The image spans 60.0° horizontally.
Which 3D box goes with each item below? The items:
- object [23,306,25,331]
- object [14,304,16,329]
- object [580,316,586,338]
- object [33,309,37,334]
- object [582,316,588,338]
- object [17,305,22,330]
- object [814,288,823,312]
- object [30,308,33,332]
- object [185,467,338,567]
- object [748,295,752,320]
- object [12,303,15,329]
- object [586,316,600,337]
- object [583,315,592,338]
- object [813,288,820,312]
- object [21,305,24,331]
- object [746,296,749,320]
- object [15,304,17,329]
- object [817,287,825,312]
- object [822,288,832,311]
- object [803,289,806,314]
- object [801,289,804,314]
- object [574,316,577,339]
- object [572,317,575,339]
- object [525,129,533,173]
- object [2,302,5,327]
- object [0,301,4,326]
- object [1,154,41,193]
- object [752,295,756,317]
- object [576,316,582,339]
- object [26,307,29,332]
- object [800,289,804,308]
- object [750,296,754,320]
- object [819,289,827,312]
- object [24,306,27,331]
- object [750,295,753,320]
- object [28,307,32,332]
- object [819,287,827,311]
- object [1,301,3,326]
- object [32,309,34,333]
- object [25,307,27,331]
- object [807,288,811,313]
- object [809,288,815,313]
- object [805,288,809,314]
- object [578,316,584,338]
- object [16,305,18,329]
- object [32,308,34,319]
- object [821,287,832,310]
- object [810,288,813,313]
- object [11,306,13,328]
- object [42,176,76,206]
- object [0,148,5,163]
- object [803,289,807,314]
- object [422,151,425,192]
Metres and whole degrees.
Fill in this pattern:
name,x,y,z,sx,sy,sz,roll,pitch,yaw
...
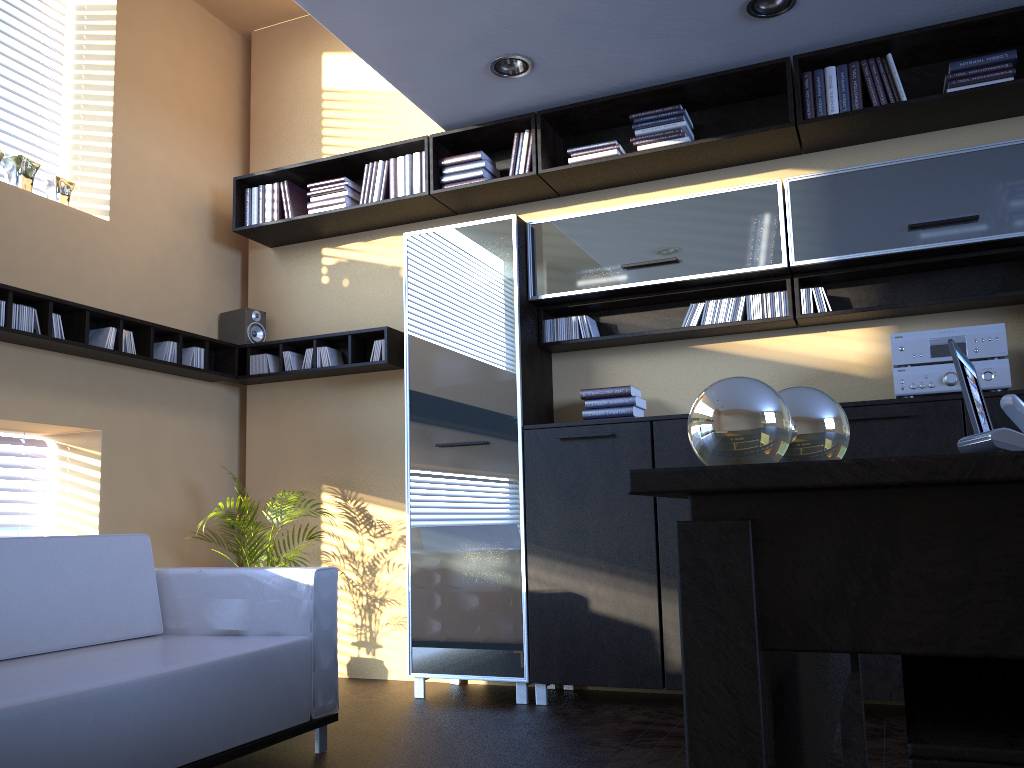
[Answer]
name,x,y,z,sx,sy,sz,roll,pitch,yaw
object,-2.307,-0.295,4.103,0.140,0.118,0.006,-5,-8,22
object,-2.331,-0.299,4.068,0.140,0.118,0.006,-5,-8,23
object,0.392,-0.283,4.619,0.030,0.119,0.142,-5,-9,22
object,-2.285,-0.283,4.173,0.142,0.122,0.041,-5,-8,22
object,0.403,-0.284,4.619,0.030,0.119,0.142,-5,-9,22
object,-2.316,-0.297,4.084,0.142,0.120,0.009,-5,-8,22
object,1.449,-0.381,4.179,0.030,0.119,0.142,-5,-9,23
object,-2.297,-0.289,4.142,0.142,0.120,0.009,-5,-8,22
object,-1.328,1.034,4.810,0.841,1.236,0.691,4,-9,-33
object,1.162,-0.355,4.297,0.009,0.120,0.142,-5,-9,22
object,-2.332,-0.301,4.057,0.142,0.120,0.009,-5,-8,22
object,0.424,-0.286,4.605,0.040,0.118,0.142,-5,-9,22
object,0.409,-0.286,4.608,0.030,0.119,0.142,-5,-9,22
object,1.441,-0.380,4.185,0.026,0.117,0.140,-5,-9,23
object,-2.310,-0.296,4.092,0.142,0.120,0.009,-5,-8,23
object,1.153,-0.354,4.302,0.009,0.120,0.142,-5,-9,22
object,-2.328,-0.298,4.077,0.142,0.120,0.009,-5,-8,22
object,1.459,-0.382,4.175,0.030,0.119,0.142,-5,-9,23
object,1.484,-0.383,4.167,0.036,0.115,0.140,-5,-9,23
object,1.393,-0.376,4.201,0.006,0.118,0.140,-5,-9,22
object,1.382,-0.376,4.202,0.006,0.118,0.140,-5,-9,22
object,0.353,-0.281,4.634,0.009,0.120,0.142,-5,-9,22
object,0.345,-0.279,4.640,0.009,0.120,0.142,-5,-9,22
object,0.133,-1.203,4.761,0.075,0.259,0.208,-5,-9,22
object,-2.351,-0.307,4.015,0.140,0.118,0.006,-5,-8,22
object,-2.355,-0.309,4.007,0.142,0.120,0.009,-5,-8,22
object,-2.451,-1.026,4.408,0.137,0.173,0.145,-3,-8,13
object,1.184,-0.355,4.298,0.009,0.120,0.142,-5,-9,22
object,0.364,-0.281,4.634,0.009,0.120,0.142,-5,-9,22
object,-2.302,-0.292,4.122,0.142,0.120,0.009,-5,-8,22
object,1.384,-0.375,4.206,0.009,0.120,0.142,-5,-9,22
object,1.173,-0.355,4.297,0.009,0.120,0.142,-5,-9,23
object,1.470,-0.382,4.175,0.030,0.119,0.142,-5,-9,23
object,-2.306,-0.293,4.113,0.142,0.120,0.009,-5,-8,23
object,1.172,-0.356,4.294,0.006,0.118,0.140,-5,-9,23
object,-2.296,-0.291,4.131,0.142,0.120,0.009,-5,-8,22
object,1.469,-0.383,4.172,0.026,0.117,0.140,-5,-9,23
object,-2.354,-0.309,4.006,0.140,0.118,0.006,-5,-8,22
object,-2.293,-0.287,4.152,0.140,0.118,0.006,-5,-8,23
object,-2.304,-0.293,4.112,0.140,0.118,0.006,-5,-8,22
object,1.412,-0.378,4.196,0.009,0.120,0.142,-5,-9,23
object,1.421,-0.378,4.192,0.009,0.120,0.142,-5,-9,22
object,1.401,-0.377,4.195,0.009,0.120,0.142,-5,-9,22
object,0.382,-0.283,4.622,0.026,0.117,0.140,-5,-9,23
object,-2.325,-0.298,4.076,0.140,0.118,0.006,-5,-8,22
object,-2.296,-0.287,4.153,0.142,0.120,0.009,-5,-8,23
object,1.484,-0.382,4.169,0.040,0.118,0.142,-5,-9,22
object,1.421,-0.379,4.191,0.006,0.118,0.140,-5,-9,22
object,-2.337,-0.303,4.048,0.142,0.120,0.009,-5,-8,23
object,-2.361,-0.984,4.615,0.118,0.148,0.124,-5,-9,23
object,-2.523,-1.050,4.246,0.137,0.173,0.145,1,-8,-17
object,1.393,-0.376,4.203,0.009,0.120,0.142,-5,-9,22
object,-0.442,-1.151,4.996,0.050,0.257,0.208,-5,-9,22
